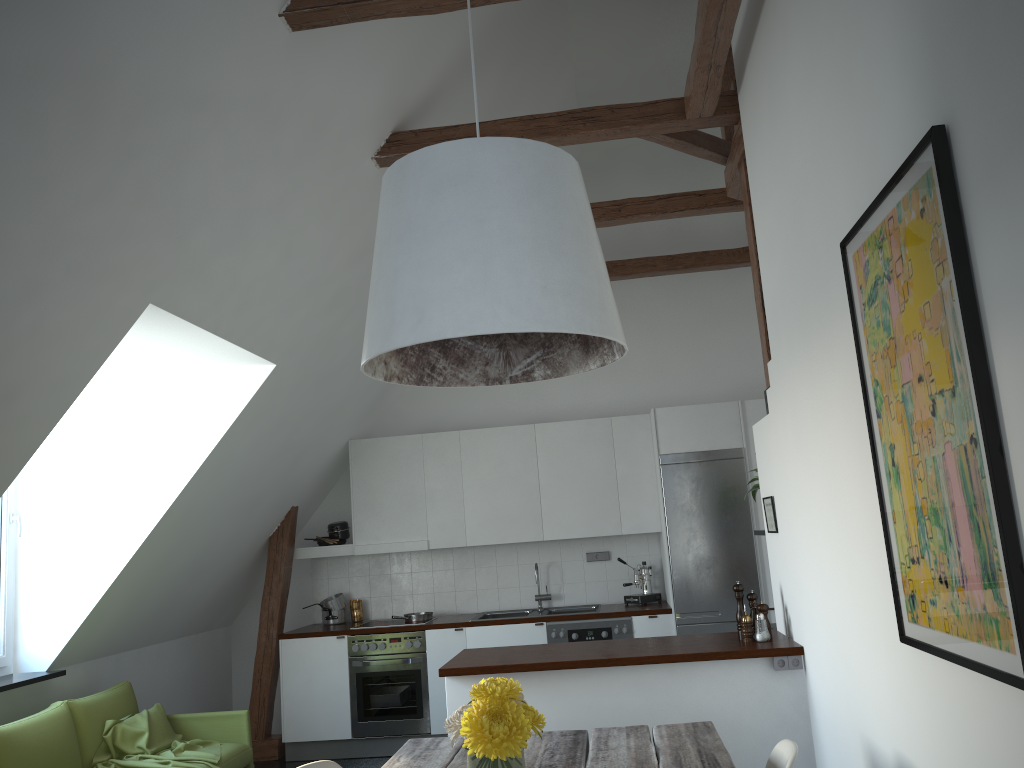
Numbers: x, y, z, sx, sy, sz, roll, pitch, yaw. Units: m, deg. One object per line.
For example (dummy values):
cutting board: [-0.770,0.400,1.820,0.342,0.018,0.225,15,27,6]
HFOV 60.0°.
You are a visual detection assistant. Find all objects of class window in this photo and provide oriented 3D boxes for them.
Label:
window: [-0.566,-1.352,1.192,5.959,4.249,8.018,-5,-10,6]

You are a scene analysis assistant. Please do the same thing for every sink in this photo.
sink: [0.189,1.650,6.837,0.963,0.519,0.671,-5,-10,6]

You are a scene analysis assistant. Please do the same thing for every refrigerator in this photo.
refrigerator: [1.451,1.408,6.317,0.609,1.868,0.031,-5,-10,6]

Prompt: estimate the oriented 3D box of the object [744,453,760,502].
object: [1.566,0.572,5.046,0.493,0.486,0.506,-9,-11,25]

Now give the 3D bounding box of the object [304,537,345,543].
object: [-1.537,1.286,7.256,0.357,0.075,0.244,0,-11,-23]

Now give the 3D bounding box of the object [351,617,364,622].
object: [-1.257,1.918,7.218,0.100,0.036,0.100,-5,-10,2]

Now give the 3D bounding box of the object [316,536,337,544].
object: [-1.503,1.259,7.173,0.061,0.077,0.331,3,-12,-35]

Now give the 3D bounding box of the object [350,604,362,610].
object: [-1.274,1.820,7.233,0.100,0.036,0.100,1,-11,-27]

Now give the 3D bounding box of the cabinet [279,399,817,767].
cabinet: [0.236,1.298,5.711,4.208,2.369,3.033,-5,-10,6]

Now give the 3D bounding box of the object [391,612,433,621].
object: [-0.789,1.818,6.931,0.351,0.061,0.232,-1,-10,-20]

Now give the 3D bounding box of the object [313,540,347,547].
object: [-1.469,1.288,7.209,0.243,0.056,0.350,-3,-10,-5]

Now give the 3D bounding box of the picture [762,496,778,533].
picture: [1.313,0.664,4.500,0.023,0.182,0.250,-5,-10,6]

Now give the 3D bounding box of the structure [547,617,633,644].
structure: [0.608,2.094,6.567,0.612,0.725,0.582,-5,-10,6]

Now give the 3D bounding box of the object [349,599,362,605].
object: [-1.275,1.783,7.238,0.100,0.047,0.099,-5,-10,1]

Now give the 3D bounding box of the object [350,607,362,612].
object: [-1.271,1.838,7.234,0.099,0.057,0.101,-7,-10,17]

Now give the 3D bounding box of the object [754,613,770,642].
object: [1.202,1.173,4.276,0.069,0.135,0.069,-1,-10,-19]

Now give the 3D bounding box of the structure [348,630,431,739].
structure: [-0.863,2.251,6.799,0.583,0.725,0.749,-5,-10,6]

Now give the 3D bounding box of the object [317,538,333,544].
object: [-1.516,1.266,7.164,0.065,0.065,0.332,1,-11,-27]

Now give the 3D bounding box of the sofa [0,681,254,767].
sofa: [-2.062,2.006,4.296,0.898,0.825,2.093,-5,-10,5]

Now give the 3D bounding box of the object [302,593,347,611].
object: [-1.526,1.795,7.195,0.371,0.169,0.203,0,-11,-22]

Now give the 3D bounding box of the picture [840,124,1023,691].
picture: [1.016,0.084,2.211,0.036,1.181,0.808,-5,-10,6]

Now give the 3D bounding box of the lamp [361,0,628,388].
lamp: [-0.125,-1.434,2.585,0.757,2.813,0.697,2,-12,-34]

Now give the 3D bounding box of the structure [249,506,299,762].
structure: [-2.818,0.913,0.923,1.023,1.963,12.350,-5,-10,6]

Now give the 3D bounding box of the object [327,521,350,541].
object: [-1.424,1.210,7.280,0.190,0.166,0.200,2,-11,-31]

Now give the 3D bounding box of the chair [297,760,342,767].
chair: [-0.443,1.628,2.764,0.542,0.801,0.465,-10,-11,31]

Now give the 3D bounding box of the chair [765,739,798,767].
chair: [0.649,1.540,2.732,0.542,0.801,0.465,-5,-10,7]

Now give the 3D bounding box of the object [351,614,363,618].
object: [-1.261,1.896,7.221,0.100,0.048,0.099,-9,-11,24]

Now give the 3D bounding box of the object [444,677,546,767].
object: [-0.036,0.926,2.218,0.233,0.365,0.293,0,-11,-23]

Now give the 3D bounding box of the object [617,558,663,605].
object: [0.970,1.528,6.909,0.353,0.370,0.206,3,-12,-37]

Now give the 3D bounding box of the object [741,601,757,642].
object: [1.155,1.157,4.327,0.080,0.192,0.058,-3,-10,-10]

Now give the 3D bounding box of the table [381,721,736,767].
table: [0.067,1.475,2.065,1.141,0.788,2.421,-5,-10,6]

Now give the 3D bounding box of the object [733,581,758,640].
object: [1.173,1.125,4.416,0.123,0.283,0.061,-5,-10,6]

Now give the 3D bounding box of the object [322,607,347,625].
object: [-1.428,1.858,7.143,0.200,0.154,0.348,-2,-10,-14]

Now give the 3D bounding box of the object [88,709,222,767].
object: [-1.872,2.075,4.910,0.722,0.493,0.711,-5,-10,1]

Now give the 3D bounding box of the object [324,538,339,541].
object: [-1.471,1.267,7.214,0.065,0.031,0.335,3,-12,-36]

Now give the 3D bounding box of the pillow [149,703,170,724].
pillow: [-2.079,2.004,5.071,0.210,0.275,0.462,-5,-10,4]

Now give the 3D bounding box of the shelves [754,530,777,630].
shelves: [1.723,1.056,4.853,0.660,0.553,0.408,-5,-10,6]

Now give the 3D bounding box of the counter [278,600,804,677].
counter: [-0.173,1.609,5.682,3.365,0.038,3.085,-5,-10,6]

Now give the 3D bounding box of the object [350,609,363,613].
object: [-1.268,1.860,7.231,0.099,0.043,0.100,-3,-10,-7]

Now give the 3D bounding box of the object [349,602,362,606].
object: [-1.275,1.803,7.236,0.100,0.036,0.100,-11,-12,34]

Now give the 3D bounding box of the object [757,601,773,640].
object: [1.236,1.158,4.345,0.058,0.184,0.058,-5,-10,2]

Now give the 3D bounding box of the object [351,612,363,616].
object: [-1.264,1.880,7.225,0.099,0.051,0.099,-3,-10,-8]

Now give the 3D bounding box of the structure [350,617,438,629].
structure: [-0.898,1.864,6.852,0.574,0.041,0.504,-5,-10,6]
